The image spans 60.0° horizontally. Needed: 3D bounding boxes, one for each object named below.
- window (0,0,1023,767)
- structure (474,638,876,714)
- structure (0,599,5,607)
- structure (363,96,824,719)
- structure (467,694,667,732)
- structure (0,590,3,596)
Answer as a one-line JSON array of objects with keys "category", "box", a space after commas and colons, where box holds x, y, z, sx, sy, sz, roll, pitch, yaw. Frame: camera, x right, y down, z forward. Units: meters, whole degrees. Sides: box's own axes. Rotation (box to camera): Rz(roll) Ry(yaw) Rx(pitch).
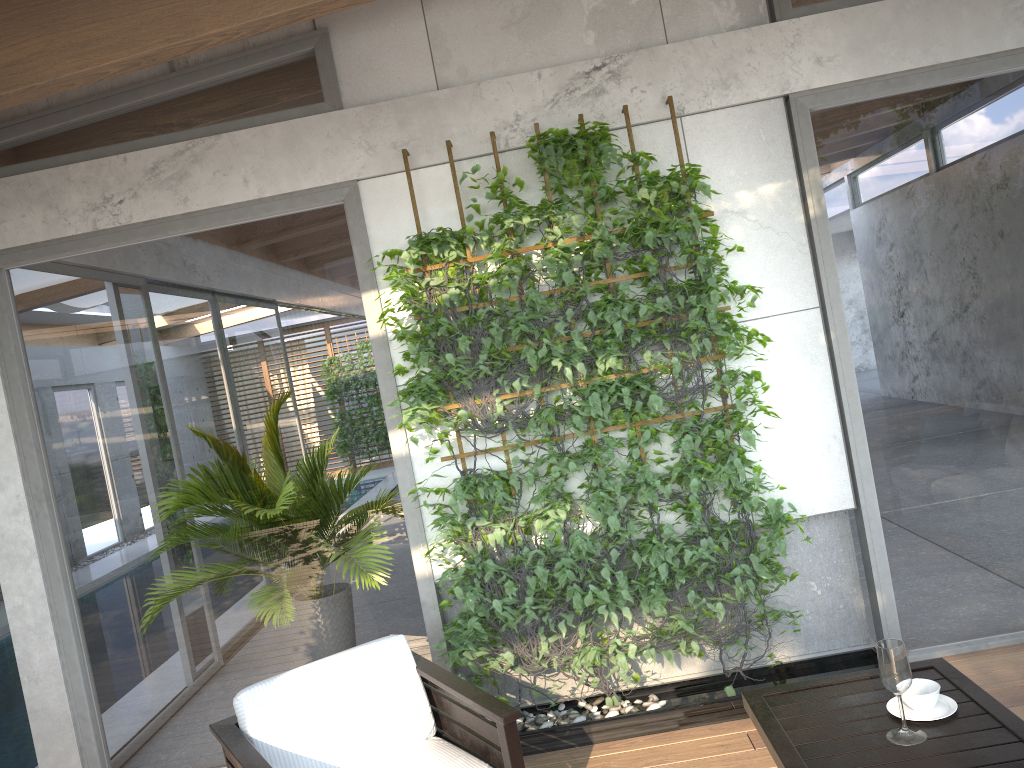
[{"category": "window", "box": [0.578, -0.624, 11.884, 14.294, 3.764, 23.280, -11, 2, 2]}, {"category": "structure", "box": [0.728, 1.185, 5.238, 2.012, 0.595, 2.203, -11, 2, 2]}, {"category": "structure", "box": [-5.989, 2.573, 10.143, 0.477, 0.068, 13.673, -11, 2, 2]}, {"category": "structure", "box": [0.356, 0.151, 3.981, 1.851, 2.669, 0.500, -11, 2, 3]}, {"category": "structure", "box": [0.230, 1.488, 3.986, 0.928, 0.044, 0.231, -11, 2, 2]}, {"category": "structure", "box": [-3.916, 0.655, 13.013, 2.739, 2.687, 10.282, -10, 2, 19]}]
